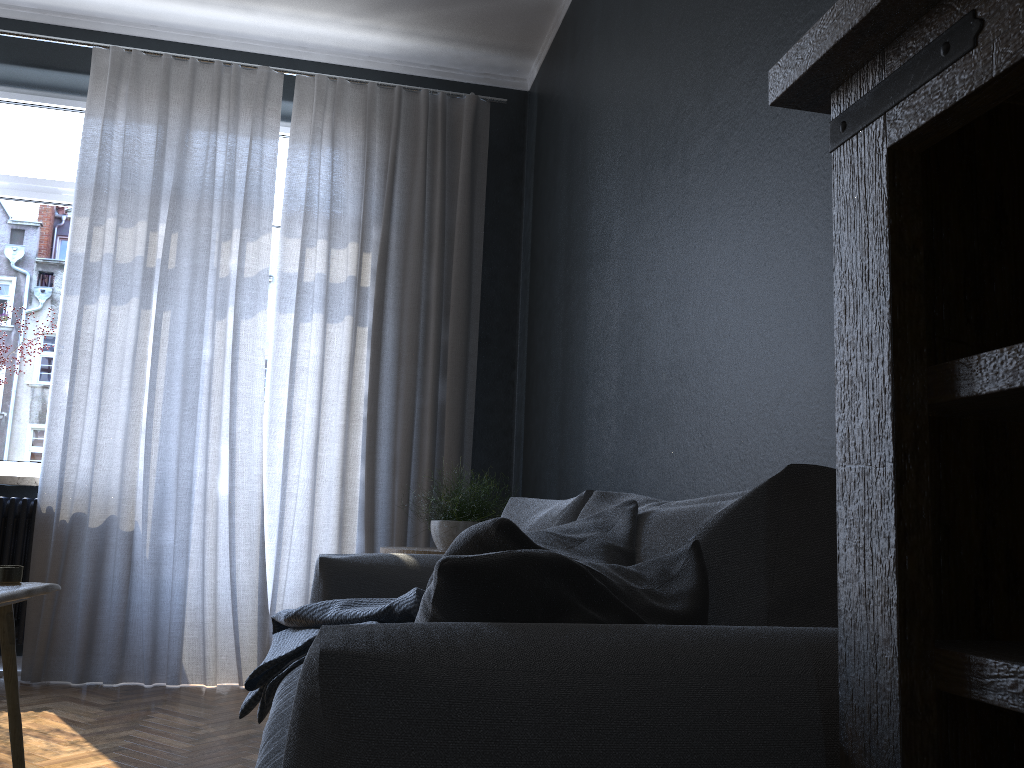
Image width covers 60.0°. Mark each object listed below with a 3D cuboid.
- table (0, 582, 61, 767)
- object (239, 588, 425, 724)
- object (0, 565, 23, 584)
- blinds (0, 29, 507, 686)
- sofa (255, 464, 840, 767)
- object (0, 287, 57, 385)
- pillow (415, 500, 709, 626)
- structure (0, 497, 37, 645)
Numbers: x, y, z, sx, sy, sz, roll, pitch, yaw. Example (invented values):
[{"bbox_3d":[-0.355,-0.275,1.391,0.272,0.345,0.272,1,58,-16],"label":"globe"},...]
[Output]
[{"bbox_3d":[-1.064,0.628,1.486,0.339,0.548,0.789,4,-9,-11],"label":"table"},{"bbox_3d":[-0.444,0.703,2.420,0.490,0.328,0.668,3,-9,-6],"label":"object"},{"bbox_3d":[-1.054,0.365,1.665,0.103,0.033,0.369,2,-9,-1],"label":"object"},{"bbox_3d":[-2.047,-0.165,3.848,3.993,2.782,0.313,4,-9,-11],"label":"blinds"},{"bbox_3d":[-0.025,0.615,1.925,0.970,0.796,2.345,4,-9,-12],"label":"sofa"},{"bbox_3d":[-2.315,-0.015,3.862,0.515,0.807,0.600,9,-11,-37],"label":"object"},{"bbox_3d":[0.057,0.341,1.337,0.442,0.361,0.799,1,-9,6],"label":"pillow"},{"bbox_3d":[-2.776,0.736,3.632,1.847,0.599,0.216,4,-9,-11],"label":"structure"}]
